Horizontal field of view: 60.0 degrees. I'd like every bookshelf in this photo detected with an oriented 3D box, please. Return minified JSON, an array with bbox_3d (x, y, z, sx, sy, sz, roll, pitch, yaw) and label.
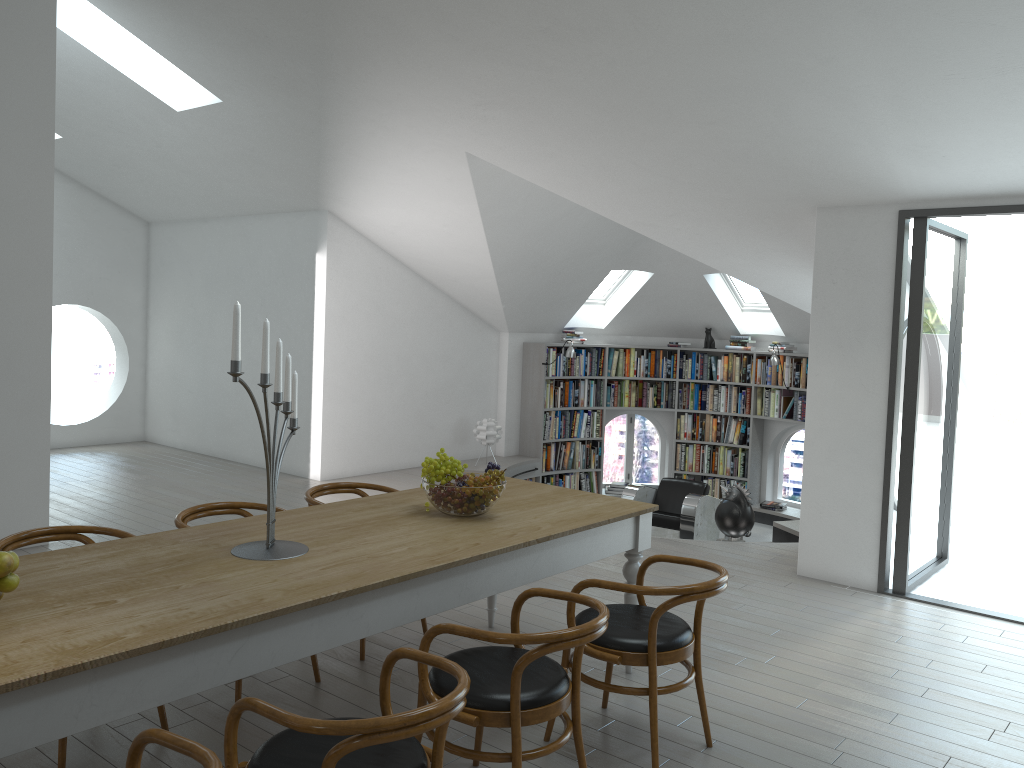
[{"bbox_3d":[2.430,0.567,10.140,4.338,1.878,2.109,5,5,39],"label":"bookshelf"}]

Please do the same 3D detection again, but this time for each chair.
[{"bbox_3d":[0.507,1.049,3.422,0.622,0.734,0.527,5,4,39],"label":"chair"},{"bbox_3d":[-1.682,0.967,3.408,0.622,0.734,0.527,4,4,35],"label":"chair"},{"bbox_3d":[-0.887,1.120,1.750,0.622,0.734,0.527,5,4,36],"label":"chair"},{"bbox_3d":[1.644,1.374,9.148,0.824,0.718,0.741,5,4,34],"label":"chair"},{"bbox_3d":[-1.206,0.944,3.959,0.622,0.734,0.527,5,4,39],"label":"chair"},{"bbox_3d":[-0.775,0.917,4.546,0.622,0.734,0.527,5,4,43],"label":"chair"},{"bbox_3d":[-0.001,1.068,2.901,0.622,0.734,0.527,5,4,36],"label":"chair"},{"bbox_3d":[-0.418,1.097,2.302,0.622,0.734,0.527,5,4,43],"label":"chair"}]

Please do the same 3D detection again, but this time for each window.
[{"bbox_3d":[2.561,0.921,11.143,3.233,1.149,0.617,4,3,25],"label":"window"},{"bbox_3d":[2.981,0.222,6.661,0.104,1.468,1.471,4,4,39],"label":"window"},{"bbox_3d":[2.498,-1.200,10.063,4.060,0.712,1.933,6,5,39],"label":"window"}]

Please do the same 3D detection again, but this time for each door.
[{"bbox_3d":[2.805,0.126,5.913,0.080,2.344,1.051,4,3,39],"label":"door"}]

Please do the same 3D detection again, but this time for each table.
[{"bbox_3d":[-0.784,0.981,3.200,1.019,0.798,3.350,5,5,39],"label":"table"}]

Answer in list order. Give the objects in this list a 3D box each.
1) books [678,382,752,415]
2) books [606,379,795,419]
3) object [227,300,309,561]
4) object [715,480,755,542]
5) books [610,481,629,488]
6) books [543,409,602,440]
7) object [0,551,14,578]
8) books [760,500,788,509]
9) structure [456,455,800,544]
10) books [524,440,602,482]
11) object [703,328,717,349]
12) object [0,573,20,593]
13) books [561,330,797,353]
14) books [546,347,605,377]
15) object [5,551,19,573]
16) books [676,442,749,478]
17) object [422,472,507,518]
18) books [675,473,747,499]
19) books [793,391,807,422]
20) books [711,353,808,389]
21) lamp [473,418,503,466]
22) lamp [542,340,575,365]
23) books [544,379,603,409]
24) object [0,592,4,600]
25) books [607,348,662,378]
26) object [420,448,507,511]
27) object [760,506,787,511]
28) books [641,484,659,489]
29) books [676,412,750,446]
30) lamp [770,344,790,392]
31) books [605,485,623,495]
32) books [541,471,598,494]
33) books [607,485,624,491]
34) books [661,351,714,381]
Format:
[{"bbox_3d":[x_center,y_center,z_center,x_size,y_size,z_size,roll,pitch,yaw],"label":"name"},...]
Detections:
[{"bbox_3d":[2.578,0.167,11.057,1.029,0.358,0.301,4,4,25],"label":"books"},{"bbox_3d":[2.317,0.169,10.971,2.530,0.370,0.591,4,4,20],"label":"books"},{"bbox_3d":[-0.851,0.156,3.028,0.266,0.874,0.776,3,3,13],"label":"object"},{"bbox_3d":[1.825,1.072,7.260,0.320,0.562,0.321,3,3,12],"label":"object"},{"bbox_3d":[1.382,1.293,11.360,0.213,0.036,0.227,3,4,16],"label":"books"},{"bbox_3d":[0.666,0.487,10.874,1.019,0.359,0.261,-1,4,-33],"label":"books"},{"bbox_3d":[-1.380,0.487,2.389,0.066,0.071,0.072,3,3,9],"label":"object"},{"bbox_3d":[3.147,1.453,10.660,0.269,0.029,0.253,5,5,30],"label":"books"},{"bbox_3d":[1.523,1.377,9.111,4.708,0.692,4.717,2,4,-6],"label":"structure"},{"bbox_3d":[0.434,1.042,10.741,1.641,0.694,0.391,-1,4,-40],"label":"books"},{"bbox_3d":[2.472,-0.568,11.033,0.147,0.264,0.202,4,4,36],"label":"object"},{"bbox_3d":[-1.375,0.540,2.415,0.060,0.056,0.059,4,4,34],"label":"object"},{"bbox_3d":[2.026,-0.535,10.938,2.814,0.173,0.748,3,4,10],"label":"books"},{"bbox_3d":[0.686,-0.278,10.869,1.032,0.361,0.301,-1,4,-34],"label":"books"},{"bbox_3d":[-1.407,0.498,2.457,0.071,0.064,0.072,4,4,33],"label":"object"},{"bbox_3d":[2.544,0.934,11.048,1.032,0.357,0.293,4,4,24],"label":"books"},{"bbox_3d":[-0.206,0.484,3.764,0.360,0.159,0.360,4,4,20],"label":"object"},{"bbox_3d":[2.513,1.295,11.068,1.019,0.306,0.288,4,4,24],"label":"books"},{"bbox_3d":[3.456,0.268,10.163,0.224,0.340,0.399,0,4,-30],"label":"books"},{"bbox_3d":[3.101,-0.169,10.591,0.394,0.366,1.568,-1,5,-45],"label":"books"},{"bbox_3d":[-0.273,0.646,9.837,0.306,0.524,0.306,4,3,28],"label":"lamp"},{"bbox_3d":[0.558,-0.370,10.386,0.414,0.311,0.116,5,4,36],"label":"lamp"},{"bbox_3d":[0.678,0.108,10.907,1.088,0.347,0.303,-1,4,-35],"label":"books"},{"bbox_3d":[-1.422,0.577,2.429,0.050,0.050,0.051,5,5,43],"label":"object"},{"bbox_3d":[1.519,-0.274,11.199,0.792,0.372,0.269,2,3,-7],"label":"books"},{"bbox_3d":[-0.214,0.419,3.788,0.394,0.284,0.293,2,3,4],"label":"object"},{"bbox_3d":[3.146,1.483,10.661,0.213,0.036,0.227,-1,5,-34],"label":"object"},{"bbox_3d":[1.748,1.352,11.283,0.318,0.099,0.292,6,5,41],"label":"books"},{"bbox_3d":[2.545,0.547,11.036,0.998,0.351,0.297,4,4,23],"label":"books"},{"bbox_3d":[3.100,-0.179,10.245,0.357,0.566,0.113,-1,4,-44],"label":"lamp"},{"bbox_3d":[1.379,1.358,11.363,0.365,0.042,0.388,3,4,6],"label":"books"},{"bbox_3d":[0.669,1.227,10.969,0.918,0.319,0.283,0,4,-32],"label":"books"},{"bbox_3d":[1.380,1.324,11.362,0.269,0.031,0.286,3,4,16],"label":"books"},{"bbox_3d":[2.199,-0.235,11.173,0.682,0.345,0.265,3,3,16],"label":"books"}]
